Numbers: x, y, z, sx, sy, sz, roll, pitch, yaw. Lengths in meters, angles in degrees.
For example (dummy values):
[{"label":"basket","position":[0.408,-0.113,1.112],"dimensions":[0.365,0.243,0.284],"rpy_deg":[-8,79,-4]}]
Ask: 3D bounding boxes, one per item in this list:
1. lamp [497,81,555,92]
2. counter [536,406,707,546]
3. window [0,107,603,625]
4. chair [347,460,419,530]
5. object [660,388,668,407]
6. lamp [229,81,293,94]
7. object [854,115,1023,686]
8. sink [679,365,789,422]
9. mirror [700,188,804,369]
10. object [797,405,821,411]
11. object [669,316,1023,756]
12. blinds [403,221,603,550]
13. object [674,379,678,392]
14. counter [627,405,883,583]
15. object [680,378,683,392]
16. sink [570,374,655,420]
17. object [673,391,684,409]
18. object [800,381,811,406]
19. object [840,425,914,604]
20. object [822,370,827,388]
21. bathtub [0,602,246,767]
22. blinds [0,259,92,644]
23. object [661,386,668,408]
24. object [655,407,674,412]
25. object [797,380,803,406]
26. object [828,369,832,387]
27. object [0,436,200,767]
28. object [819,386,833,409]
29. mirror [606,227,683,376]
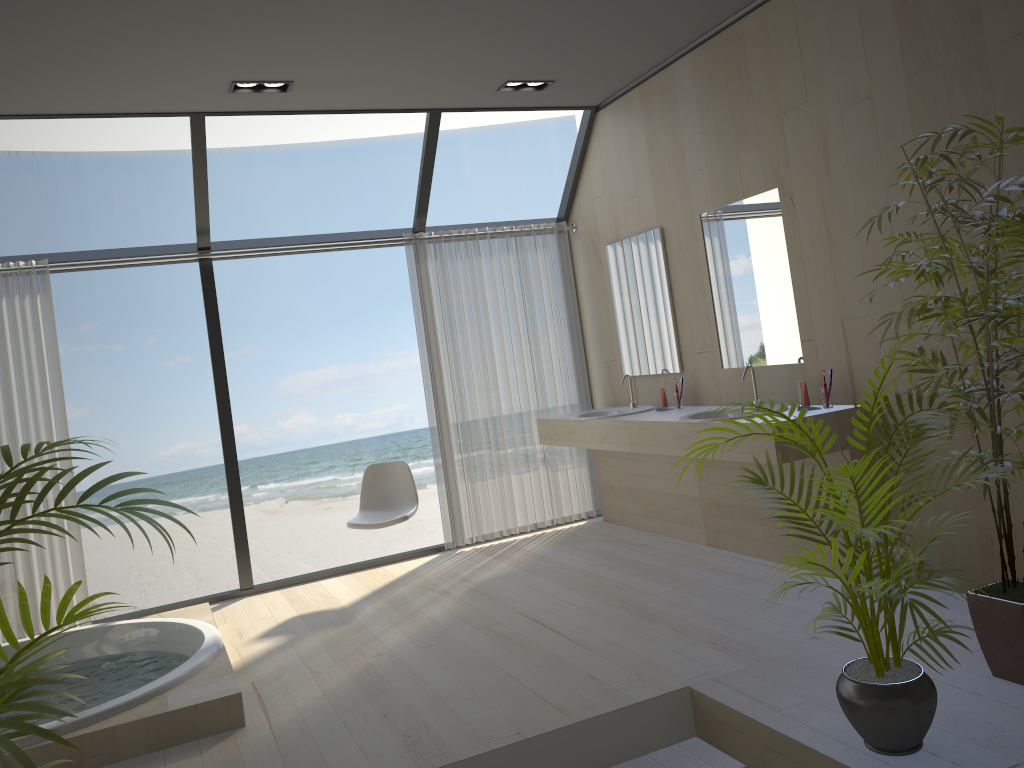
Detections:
[{"label":"lamp","position":[0.073,-1.780,5.140],"dimensions":[0.302,0.112,0.163],"rpy_deg":[-8,1,-23]},{"label":"counter","position":[0.702,0.571,5.502],"dimensions":[0.552,0.792,1.201],"rpy_deg":[-8,0,-23]},{"label":"window","position":[-1.483,-0.159,5.186],"dimensions":[4.573,2.818,0.742],"rpy_deg":[-8,-1,-23]},{"label":"chair","position":[-0.767,0.658,5.244],"dimensions":[0.369,0.348,0.454],"rpy_deg":[-8,0,5]},{"label":"object","position":[0.892,0.088,5.218],"dimensions":[0.039,0.135,0.039],"rpy_deg":[-9,-2,26]},{"label":"lamp","position":[-1.296,-1.575,4.546],"dimensions":[0.302,0.112,0.163],"rpy_deg":[-8,1,-23]},{"label":"object","position":[1.548,0.035,2.786],"dimensions":[0.786,1.759,0.934],"rpy_deg":[-8,-1,2]},{"label":"sink","position":[1.083,0.132,4.357],"dimensions":[0.505,0.420,0.572],"rpy_deg":[-8,0,-20]},{"label":"mirror","position":[1.243,-0.524,4.613],"dimensions":[0.023,0.870,0.651],"rpy_deg":[-7,-1,-23]},{"label":"object","position":[1.352,0.108,4.029],"dimensions":[0.104,0.029,0.033],"rpy_deg":[-7,0,17]},{"label":"object","position":[0.921,0.421,2.444],"dimensions":[0.914,1.159,0.751],"rpy_deg":[-8,-1,10]},{"label":"blinds","position":[-0.036,-0.036,5.993],"dimensions":[1.186,2.074,0.083],"rpy_deg":[-7,-2,-23]},{"label":"object","position":[0.958,0.056,5.127],"dimensions":[0.012,0.178,0.050],"rpy_deg":[-8,-2,16]},{"label":"counter","position":[1.170,0.538,4.394],"dimensions":[0.552,0.792,1.201],"rpy_deg":[-8,0,-23]},{"label":"object","position":[0.982,0.054,5.154],"dimensions":[0.054,0.175,0.012],"rpy_deg":[-8,-2,2]},{"label":"sink","position":[0.615,0.165,5.464],"dimensions":[0.505,0.420,0.572],"rpy_deg":[-8,0,-20]},{"label":"object","position":[0.972,0.097,5.154],"dimensions":[0.059,0.100,0.058],"rpy_deg":[-8,-1,-16]},{"label":"object","position":[1.360,0.055,4.110],"dimensions":[0.038,0.135,0.039],"rpy_deg":[-8,-2,18]},{"label":"object","position":[1.563,0.518,3.762],"dimensions":[0.408,0.750,0.272],"rpy_deg":[-7,-2,-35]},{"label":"object","position":[1.426,0.023,4.020],"dimensions":[0.012,0.178,0.050],"rpy_deg":[-8,-2,16]},{"label":"bathtub","position":[-2.127,1.342,3.626],"dimensions":[1.826,0.699,1.641],"rpy_deg":[-8,1,-23]},{"label":"blinds","position":[-3.002,0.409,4.706],"dimensions":[1.186,2.074,0.083],"rpy_deg":[-7,-2,-23]},{"label":"object","position":[0.916,0.082,5.329],"dimensions":[0.039,0.135,0.039],"rpy_deg":[-9,-2,26]},{"label":"object","position":[0.884,0.141,5.137],"dimensions":[0.104,0.029,0.033],"rpy_deg":[-7,0,17]},{"label":"object","position":[1.384,0.049,4.222],"dimensions":[0.038,0.135,0.039],"rpy_deg":[-8,-2,18]},{"label":"object","position":[1.450,0.021,4.047],"dimensions":[0.054,0.175,0.012],"rpy_deg":[-8,-2,2]},{"label":"object","position":[-1.090,0.631,1.674],"dimensions":[1.069,1.347,0.869],"rpy_deg":[-8,-1,-35]},{"label":"object","position":[1.440,0.064,4.047],"dimensions":[0.058,0.100,0.058],"rpy_deg":[-8,-1,-13]},{"label":"mirror","position":[0.816,-0.491,5.553],"dimensions":[0.023,0.870,0.651],"rpy_deg":[-7,-1,-23]}]
